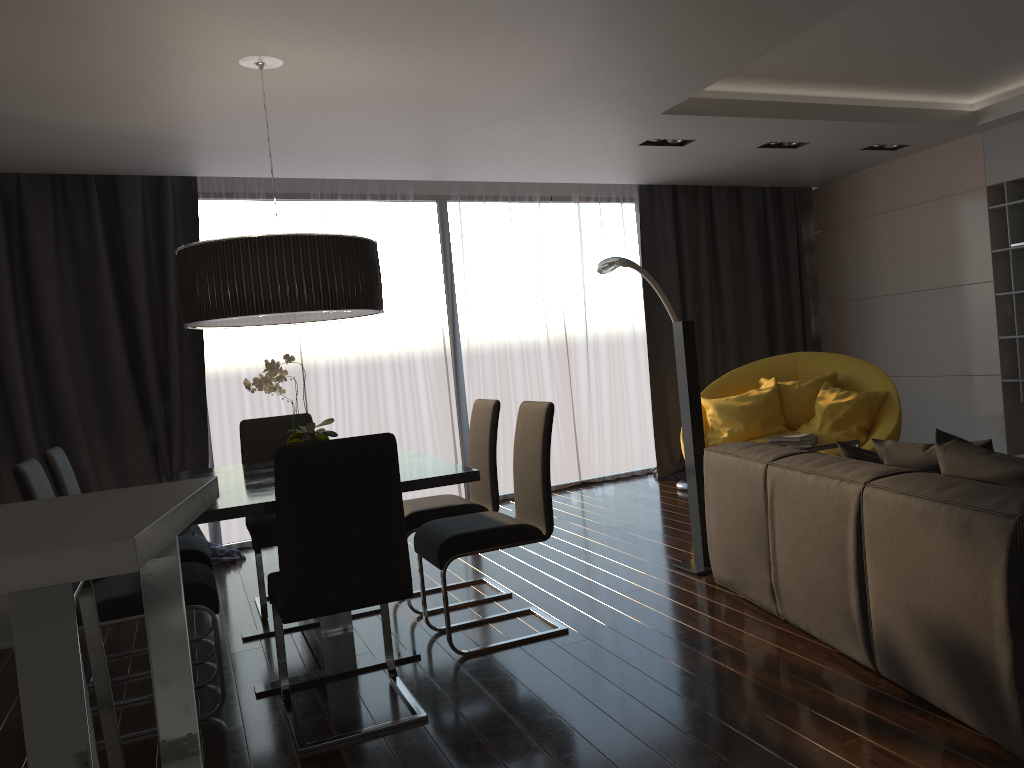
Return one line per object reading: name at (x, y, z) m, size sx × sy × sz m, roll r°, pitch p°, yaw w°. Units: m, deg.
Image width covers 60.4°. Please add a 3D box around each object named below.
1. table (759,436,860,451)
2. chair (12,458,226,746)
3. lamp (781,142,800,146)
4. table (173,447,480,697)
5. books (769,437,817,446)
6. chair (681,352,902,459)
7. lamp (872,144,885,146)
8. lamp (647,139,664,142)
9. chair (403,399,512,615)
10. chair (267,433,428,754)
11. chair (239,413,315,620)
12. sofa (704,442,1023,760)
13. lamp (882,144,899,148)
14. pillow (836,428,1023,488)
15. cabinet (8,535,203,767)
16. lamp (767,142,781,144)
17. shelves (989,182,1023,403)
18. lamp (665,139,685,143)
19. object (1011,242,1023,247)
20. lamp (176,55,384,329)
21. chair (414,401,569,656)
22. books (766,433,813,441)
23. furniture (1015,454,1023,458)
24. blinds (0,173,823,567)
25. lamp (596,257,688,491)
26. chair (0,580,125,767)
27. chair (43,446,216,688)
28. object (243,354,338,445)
table at (1.519, 0.604, 4.758) m, size 0.626 × 0.563 × 0.432 m, roll -6°, pitch 2°, yaw -23°
chair at (-1.381, 0.720, 3.166) m, size 0.596 × 0.964 × 0.410 m, roll -6°, pitch 2°, yaw -23°
lamp at (2.030, -1.768, 6.354) m, size 0.181 × 0.077 × 0.173 m, roll -6°, pitch 2°, yaw -11°
table at (-0.845, 0.754, 3.789) m, size 1.084 × 0.760 × 1.537 m, roll -6°, pitch 2°, yaw -22°
books at (1.519, 0.310, 4.762) m, size 0.222 × 0.023 × 0.169 m, roll -4°, pitch 2°, yaw 26°
chair at (1.936, 0.300, 6.134) m, size 1.444 × 1.005 × 1.192 m, roll -4°, pitch 2°, yaw 33°
lamp at (2.771, -1.847, 6.696) m, size 0.179 × 0.077 × 0.175 m, roll -5°, pitch 2°, yaw -4°
lamp at (0.950, -1.653, 5.855) m, size 0.185 × 0.077 × 0.168 m, roll -6°, pitch 2°, yaw -28°
chair at (-0.335, 0.585, 4.389) m, size 0.596 × 0.964 × 0.410 m, roll -6°, pitch 2°, yaw -23°
chair at (-0.596, 0.652, 3.019) m, size 0.445 × 0.964 × 0.549 m, roll -6°, pitch 2°, yaw -22°
chair at (-1.148, 0.654, 4.558) m, size 0.445 × 0.964 × 0.549 m, roll -6°, pitch 2°, yaw -22°
sofa at (2.437, 0.489, 3.397) m, size 2.808 × 0.704 × 2.420 m, roll -6°, pitch 2°, yaw -13°
lamp at (2.941, -1.865, 6.775) m, size 0.181 × 0.077 × 0.173 m, roll -6°, pitch 2°, yaw -11°
pillow at (2.045, 0.290, 2.809) m, size 2.007 × 0.431 × 1.104 m, roll -4°, pitch 2°, yaw 29°
cabinet at (-0.824, -0.032, 0.923) m, size 4.632 × 2.501 × 6.639 m, roll -6°, pitch 2°, yaw -22°
lamp at (1.860, -1.750, 6.275) m, size 0.179 × 0.077 × 0.175 m, roll -5°, pitch 2°, yaw -4°
shelves at (4.078, -0.682, 5.731) m, size 0.394 × 1.600 × 1.845 m, roll -6°, pitch 2°, yaw -21°
lamp at (1.120, -1.671, 5.934) m, size 0.181 × 0.077 × 0.173 m, roll -6°, pitch 2°, yaw -11°
object at (3.766, -1.116, 6.268) m, size 0.296 × 0.227 × 0.273 m, roll -6°, pitch 2°, yaw -23°
lamp at (-1.006, -0.818, 3.722) m, size 0.806 × 1.102 × 0.802 m, roll -5°, pitch 2°, yaw 1°
chair at (-0.098, 0.583, 3.759) m, size 0.596 × 0.964 × 0.410 m, roll -6°, pitch 2°, yaw -23°
books at (1.505, 0.288, 4.768) m, size 0.194 × 0.022 × 0.163 m, roll -4°, pitch 2°, yaw 43°
furniture at (2.947, 0.543, 4.318) m, size 1.123 × 0.440 × 1.069 m, roll -6°, pitch 2°, yaw -13°
blinds at (-0.446, -0.440, 6.787) m, size 7.870 × 2.894 × 0.712 m, roll -6°, pitch 2°, yaw -31°
lamp at (2.113, -0.148, 7.505) m, size 4.474 × 1.779 × 0.550 m, roll -7°, pitch 2°, yaw -43°
chair at (-0.986, 0.813, 1.702) m, size 0.438 × 0.800 × 0.413 m, roll -6°, pitch 2°, yaw -23°
chair at (-1.617, 0.722, 3.796) m, size 0.596 × 0.964 × 0.410 m, roll -6°, pitch 2°, yaw -23°
object at (-0.937, 0.132, 3.654) m, size 0.324 × 0.501 × 0.549 m, roll -6°, pitch 2°, yaw -25°
